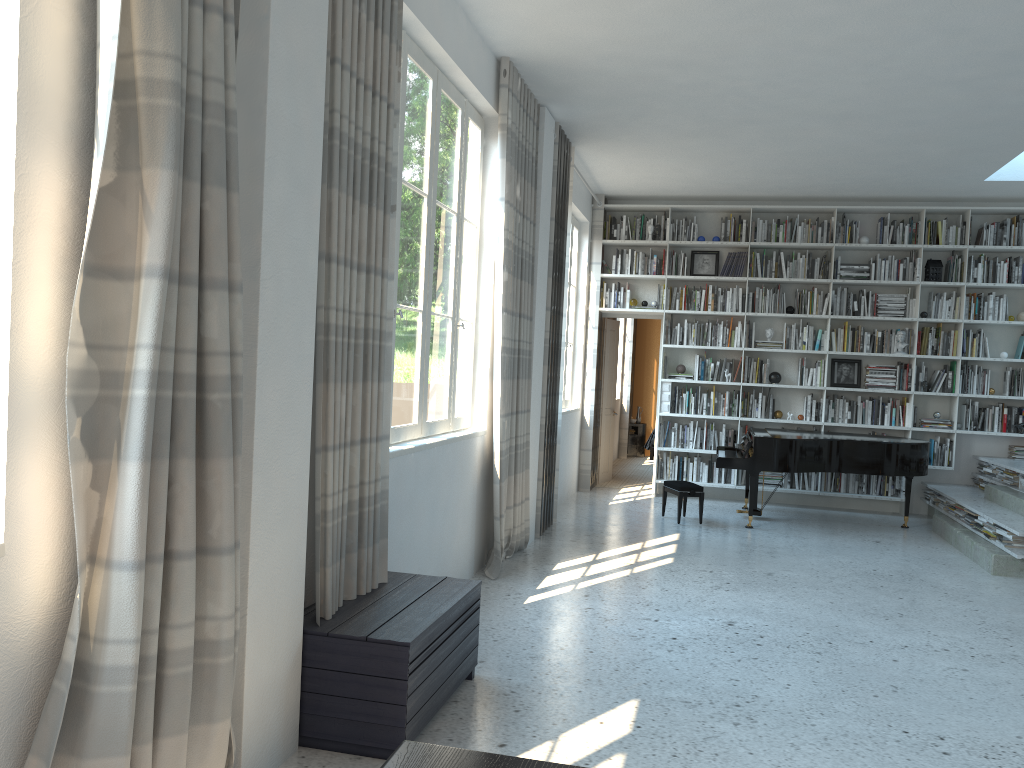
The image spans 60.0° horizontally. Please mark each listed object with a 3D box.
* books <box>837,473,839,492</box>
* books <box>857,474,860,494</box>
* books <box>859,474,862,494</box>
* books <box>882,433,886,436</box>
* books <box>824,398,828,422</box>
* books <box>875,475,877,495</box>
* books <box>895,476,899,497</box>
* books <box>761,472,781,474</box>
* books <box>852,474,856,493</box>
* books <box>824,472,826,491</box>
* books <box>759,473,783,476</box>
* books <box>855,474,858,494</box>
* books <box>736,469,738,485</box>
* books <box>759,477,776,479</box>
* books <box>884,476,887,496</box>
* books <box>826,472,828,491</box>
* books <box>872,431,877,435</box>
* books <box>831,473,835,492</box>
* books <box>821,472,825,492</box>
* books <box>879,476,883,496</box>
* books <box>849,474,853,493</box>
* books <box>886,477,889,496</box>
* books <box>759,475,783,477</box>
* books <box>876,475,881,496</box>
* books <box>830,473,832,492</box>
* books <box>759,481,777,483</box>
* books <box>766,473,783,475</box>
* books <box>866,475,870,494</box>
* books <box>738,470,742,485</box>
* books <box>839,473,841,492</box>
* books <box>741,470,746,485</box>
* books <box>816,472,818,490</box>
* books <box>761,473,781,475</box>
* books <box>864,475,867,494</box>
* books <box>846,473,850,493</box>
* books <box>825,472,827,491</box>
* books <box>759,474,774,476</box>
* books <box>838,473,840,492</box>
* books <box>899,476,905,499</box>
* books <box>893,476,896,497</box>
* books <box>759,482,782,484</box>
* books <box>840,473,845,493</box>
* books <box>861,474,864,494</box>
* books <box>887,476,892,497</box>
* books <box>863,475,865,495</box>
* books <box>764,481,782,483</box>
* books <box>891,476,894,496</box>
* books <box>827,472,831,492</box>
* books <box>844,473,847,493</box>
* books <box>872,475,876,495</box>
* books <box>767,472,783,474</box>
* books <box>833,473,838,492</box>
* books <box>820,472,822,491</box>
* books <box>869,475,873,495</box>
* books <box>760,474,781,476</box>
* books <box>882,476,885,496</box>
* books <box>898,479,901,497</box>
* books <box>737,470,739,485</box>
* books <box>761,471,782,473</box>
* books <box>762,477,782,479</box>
[{"bbox_3d":[3.411,1.007,9.308,0.012,0.239,0.128,3,2,13],"label":"books"},{"bbox_3d":[3.607,0.995,9.248,0.013,0.285,0.184,3,2,13],"label":"books"},{"bbox_3d":[3.623,1.032,9.250,0.022,0.213,0.167,3,2,13],"label":"books"},{"bbox_3d":[3.821,0.653,9.133,0.015,0.293,0.169,3,2,13],"label":"books"},{"bbox_3d":[3.293,0.274,9.321,0.029,0.244,0.154,3,2,13],"label":"books"},{"bbox_3d":[3.766,1.000,9.207,0.011,0.293,0.184,3,2,13],"label":"books"},{"bbox_3d":[3.961,1.048,9.162,0.029,0.218,0.191,3,2,13],"label":"books"},{"bbox_3d":[2.736,0.940,9.458,0.254,0.006,0.161,3,1,17],"label":"books"},{"bbox_3d":[3.566,1.004,9.273,0.028,0.261,0.132,3,2,13],"label":"books"},{"bbox_3d":[3.283,0.970,9.320,0.014,0.301,0.184,3,2,13],"label":"books"},{"bbox_3d":[2.734,0.956,9.466,0.285,0.005,0.159,3,1,12],"label":"books"},{"bbox_3d":[3.589,1.034,9.267,0.024,0.203,0.144,3,2,13],"label":"books"},{"bbox_3d":[2.424,0.931,9.541,0.012,0.285,0.159,3,2,13],"label":"books"},{"bbox_3d":[2.735,0.998,9.467,0.254,0.007,0.161,3,1,14],"label":"books"},{"bbox_3d":[3.860,1.022,9.188,0.011,0.258,0.171,3,2,13],"label":"books"},{"bbox_3d":[3.314,0.992,9.343,0.010,0.259,0.131,3,2,13],"label":"books"},{"bbox_3d":[3.729,0.643,9.149,0.013,0.303,0.181,3,2,13],"label":"books"},{"bbox_3d":[3.367,0.969,9.310,0.034,0.311,0.170,3,2,13],"label":"books"},{"bbox_3d":[3.263,0.991,9.325,0.026,0.256,0.183,3,2,13],"label":"books"},{"bbox_3d":[3.820,0.990,9.187,0.013,0.317,0.186,3,2,13],"label":"books"},{"bbox_3d":[3.537,1.016,9.281,0.030,0.235,0.138,3,2,13],"label":"books"},{"bbox_3d":[3.877,1.056,9.195,0.024,0.191,0.155,3,2,13],"label":"books"},{"bbox_3d":[2.733,0.972,9.464,0.285,0.005,0.159,3,1,11],"label":"books"},{"bbox_3d":[3.790,1.022,9.191,0.044,0.251,0.187,3,2,13],"label":"books"},{"bbox_3d":[3.346,0.955,9.314,0.012,0.337,0.144,3,2,13],"label":"books"},{"bbox_3d":[2.732,1.039,9.462,0.254,0.007,0.161,3,1,9],"label":"books"},{"bbox_3d":[2.733,0.945,9.459,0.285,0.005,0.159,3,1,9],"label":"books"},{"bbox_3d":[3.707,1.036,9.248,0.040,0.212,0.129,3,2,13],"label":"books"},{"bbox_3d":[2.450,0.976,9.534,0.025,0.198,0.160,3,2,13],"label":"books"},{"bbox_3d":[3.436,1.000,9.307,0.012,0.255,0.150,3,2,13],"label":"books"},{"bbox_3d":[2.486,0.985,9.519,0.053,0.184,0.148,3,2,13],"label":"books"},{"bbox_3d":[3.216,0.997,9.365,0.021,0.237,0.115,3,2,13],"label":"books"},{"bbox_3d":[2.735,0.950,9.468,0.254,0.006,0.161,3,1,13],"label":"books"},{"bbox_3d":[3.675,1.010,9.246,0.024,0.262,0.131,3,2,13],"label":"books"},{"bbox_3d":[3.510,0.985,9.283,0.026,0.294,0.155,3,2,13],"label":"books"},{"bbox_3d":[3.302,0.951,9.332,0.014,0.340,0.139,3,2,13],"label":"books"},{"bbox_3d":[2.734,0.967,9.466,0.254,0.006,0.161,3,1,12],"label":"books"},{"bbox_3d":[3.425,0.989,9.309,0.012,0.276,0.154,3,2,13],"label":"books"},{"bbox_3d":[4.005,1.025,9.093,0.038,0.269,0.277,3,2,13],"label":"books"},{"bbox_3d":[3.943,1.027,9.172,0.012,0.256,0.176,3,2,13],"label":"books"},{"bbox_3d":[2.731,1.046,9.459,0.285,0.007,0.159,3,1,18],"label":"books"},{"bbox_3d":[3.449,1.026,9.280,0.028,0.206,0.174,3,2,13],"label":"books"},{"bbox_3d":[3.641,0.971,9.235,0.014,0.336,0.182,3,2,13],"label":"books"},{"bbox_3d":[3.898,1.050,9.180,0.022,0.205,0.191,3,2,13],"label":"books"},{"bbox_3d":[3.654,0.996,9.234,0.014,0.288,0.184,3,2,13],"label":"books"},{"bbox_3d":[2.733,1.032,9.466,0.285,0.007,0.159,3,1,15],"label":"books"},{"bbox_3d":[3.925,1.040,9.185,0.028,0.228,0.162,3,2,13],"label":"books"},{"bbox_3d":[3.329,0.990,9.330,0.025,0.264,0.145,3,2,13],"label":"books"},{"bbox_3d":[3.483,1.032,9.303,0.030,0.197,0.143,3,2,13],"label":"books"},{"bbox_3d":[3.744,1.040,9.211,0.029,0.210,0.170,3,2,13],"label":"books"},{"bbox_3d":[2.737,0.935,9.460,0.285,0.005,0.159,3,1,10],"label":"books"},{"bbox_3d":[3.396,1.002,9.315,0.022,0.247,0.143,3,2,13],"label":"books"},{"bbox_3d":[3.250,0.999,9.352,0.010,0.238,0.134,3,2,13],"label":"books"},{"bbox_3d":[3.724,1.041,9.211,0.010,0.206,0.180,3,2,13],"label":"books"},{"bbox_3d":[2.734,0.961,9.466,0.285,0.005,0.159,3,1,14],"label":"books"},{"bbox_3d":[3.843,1.030,9.207,0.028,0.239,0.140,3,2,13],"label":"books"},{"bbox_3d":[3.989,1.067,9.169,0.023,0.182,0.148,3,2,13],"label":"books"},{"bbox_3d":[2.435,0.959,9.542,0.012,0.230,0.138,3,2,13],"label":"books"},{"bbox_3d":[2.736,0.929,9.456,0.254,0.006,0.161,3,1,8],"label":"books"},{"bbox_3d":[2.735,0.991,9.467,0.285,0.007,0.159,3,1,14],"label":"books"}]
